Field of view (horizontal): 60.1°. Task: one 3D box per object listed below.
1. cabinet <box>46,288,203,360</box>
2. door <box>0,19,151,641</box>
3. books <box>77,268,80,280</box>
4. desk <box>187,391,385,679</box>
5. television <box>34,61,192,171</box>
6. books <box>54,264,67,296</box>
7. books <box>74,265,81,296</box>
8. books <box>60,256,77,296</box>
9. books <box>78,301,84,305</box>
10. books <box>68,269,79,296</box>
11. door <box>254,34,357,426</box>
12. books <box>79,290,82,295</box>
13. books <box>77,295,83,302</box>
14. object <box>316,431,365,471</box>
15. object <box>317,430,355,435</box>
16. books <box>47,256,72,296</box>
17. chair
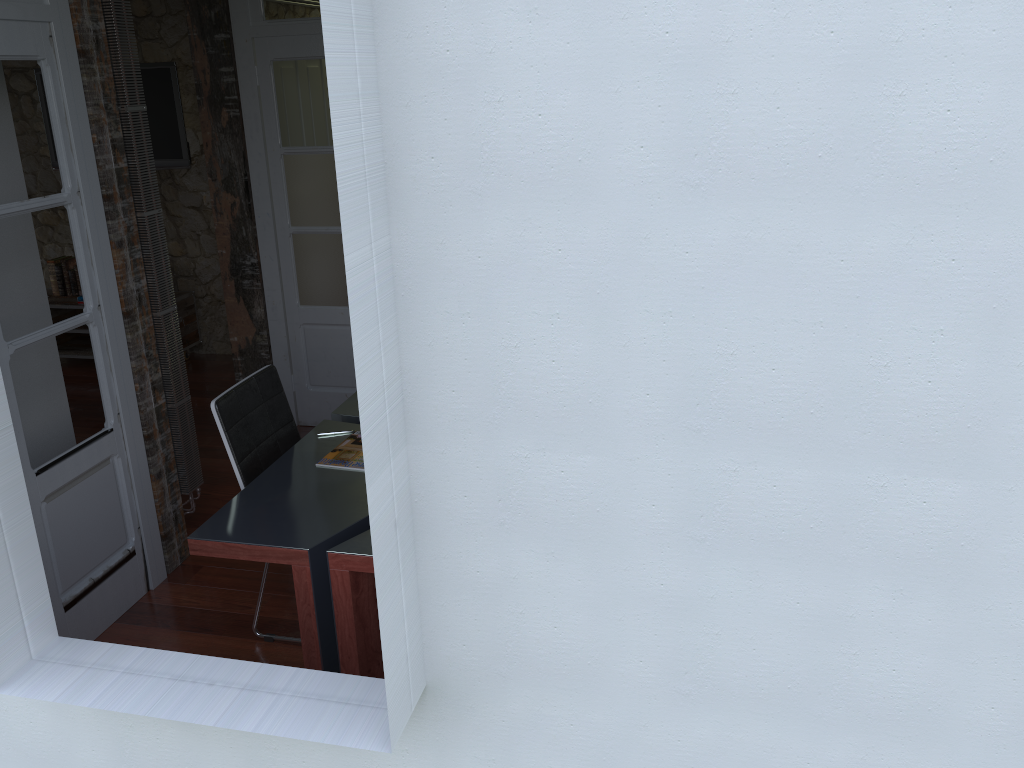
[{"bbox_3d":[-3.062,-0.398,6.523,1.423,0.503,0.496,2,19,14],"label":"cabinet"},{"bbox_3d":[-1.652,-0.017,2.807,0.041,2.148,1.178,2,18,14],"label":"door"},{"bbox_3d":[-3.112,-0.779,6.539,0.057,0.224,0.174,2,18,14],"label":"books"},{"bbox_3d":[0.041,0.561,3.214,1.713,0.644,1.468,2,20,14],"label":"desk"},{"bbox_3d":[-2.771,-1.852,6.201,1.128,0.721,0.106,2,18,14],"label":"television"},{"bbox_3d":[-3.294,-0.787,6.583,0.057,0.225,0.192,2,18,14],"label":"books"},{"bbox_3d":[-3.156,-0.780,6.555,0.038,0.219,0.162,2,18,14],"label":"books"},{"bbox_3d":[-3.249,-0.799,6.549,0.044,0.266,0.142,2,18,14],"label":"books"},{"bbox_3d":[-2.898,-0.600,6.297,0.284,0.032,0.200,3,20,14],"label":"books"},{"bbox_3d":[-3.202,-0.762,6.554,0.048,0.189,0.146,2,18,14],"label":"books"},{"bbox_3d":[-0.691,-0.775,4.835,1.188,2.149,0.489,-6,17,-11],"label":"door"},{"bbox_3d":[-2.905,-0.660,6.284,0.254,0.029,0.177,4,20,18],"label":"books"},{"bbox_3d":[-2.900,-0.630,6.288,0.284,0.030,0.201,-3,19,-1],"label":"books"},{"bbox_3d":[-0.539,0.242,3.217,0.224,0.012,0.312,4,20,18],"label":"object"},{"bbox_3d":[-0.667,0.186,3.378,0.149,0.011,0.011,-6,18,-9],"label":"object"},{"bbox_3d":[-3.351,-0.810,6.605,0.066,0.259,0.201,2,18,14],"label":"books"},{"bbox_3d":[-0.686,0.436,3.280,0.602,0.905,0.482,2,18,14],"label":"chair"}]
